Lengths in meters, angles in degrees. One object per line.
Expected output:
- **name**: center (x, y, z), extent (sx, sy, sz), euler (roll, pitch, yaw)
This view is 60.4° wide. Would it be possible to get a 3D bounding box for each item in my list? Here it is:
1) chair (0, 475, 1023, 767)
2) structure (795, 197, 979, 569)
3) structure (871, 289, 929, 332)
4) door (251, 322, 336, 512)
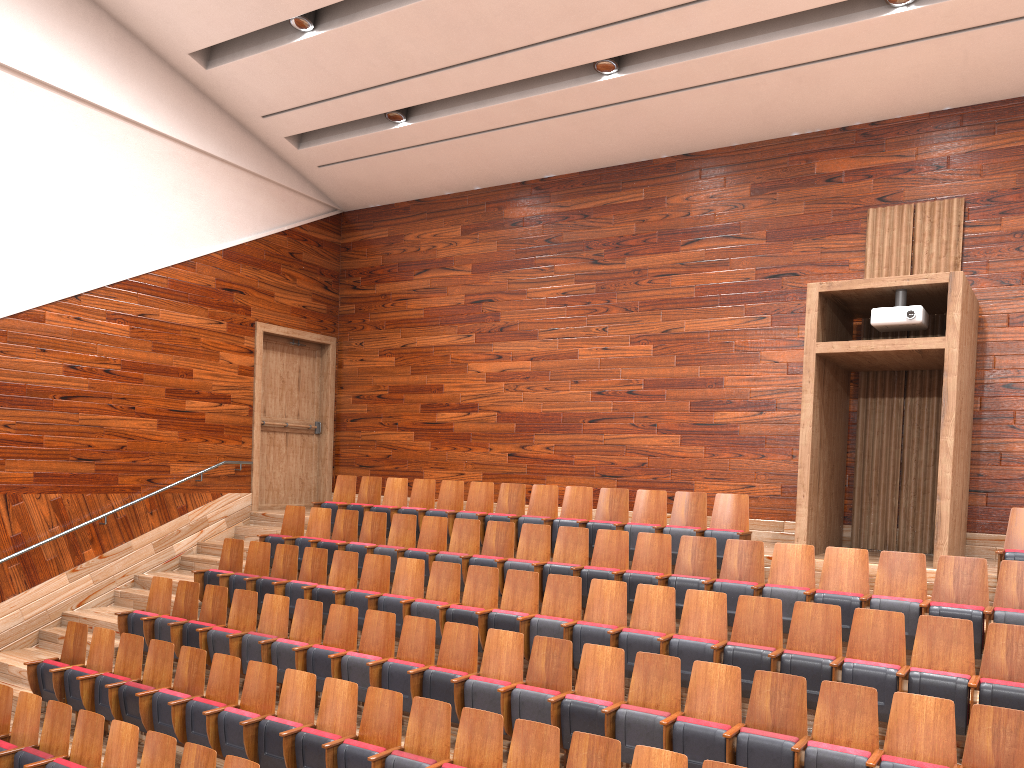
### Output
- **chair**: center (0.077, 0.243, 0.396), extent (1.181, 0.372, 0.774), euler (-1, -5, 33)
- **structure**: center (0.332, -0.011, 0.766), extent (0.116, 0.329, 0.144), euler (3, 1, 33)
- **structure**: center (0.314, -0.061, 0.710), extent (0.038, 0.031, 0.041), euler (1, -3, 33)
- **door**: center (-0.294, 0.049, 1.163), extent (0.024, 0.240, 0.140), euler (3, 1, 33)
